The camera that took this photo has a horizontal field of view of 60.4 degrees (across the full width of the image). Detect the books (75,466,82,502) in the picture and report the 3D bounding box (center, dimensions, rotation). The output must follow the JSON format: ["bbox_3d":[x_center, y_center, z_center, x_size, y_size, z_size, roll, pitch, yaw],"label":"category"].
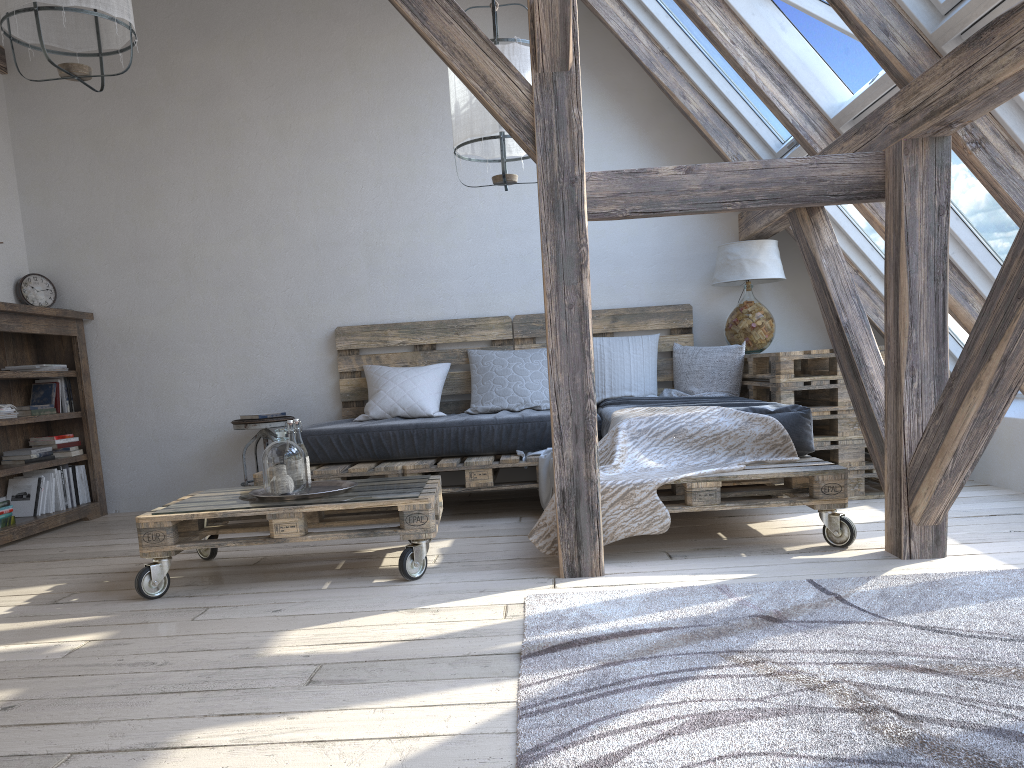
[{"bbox_3d":[-2.556,0.584,5.040,0.158,0.223,0.021,-3,8,2],"label":"books"}]

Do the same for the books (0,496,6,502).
[{"bbox_3d":[-2.594,0.577,4.302,0.132,0.021,0.197,-4,1,1],"label":"books"}]

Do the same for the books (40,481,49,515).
[{"bbox_3d":[-2.552,0.610,4.698,0.139,0.178,0.093,-3,6,2],"label":"books"}]

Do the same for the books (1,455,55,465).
[{"bbox_3d":[-2.583,0.407,4.696,0.152,0.024,0.225,-3,1,11],"label":"books"}]

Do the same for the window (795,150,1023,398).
[{"bbox_3d":[1.914,-0.550,4.160,1.096,1.295,0.844,-3,6,2],"label":"window"}]

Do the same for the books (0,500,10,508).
[{"bbox_3d":[-2.596,0.600,4.299,0.174,0.025,0.219,-4,1,-3],"label":"books"}]

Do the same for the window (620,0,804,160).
[{"bbox_3d":[0.846,-1.683,4.032,1.096,1.295,0.844,-3,6,2],"label":"window"}]

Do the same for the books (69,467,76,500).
[{"bbox_3d":[-2.558,0.585,4.974,0.158,0.223,0.021,-3,8,2],"label":"books"}]

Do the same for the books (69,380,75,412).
[{"bbox_3d":[-2.600,0.072,5.065,0.139,0.188,0.019,-3,8,2],"label":"books"}]

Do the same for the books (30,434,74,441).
[{"bbox_3d":[-2.594,0.302,4.958,0.143,0.019,0.199,-4,1,2],"label":"books"}]

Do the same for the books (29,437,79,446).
[{"bbox_3d":[-2.572,0.322,4.944,0.157,0.021,0.216,-3,1,6],"label":"books"}]

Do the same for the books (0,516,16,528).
[{"bbox_3d":[-2.577,0.686,4.301,0.173,0.039,0.221,-4,1,2],"label":"books"}]

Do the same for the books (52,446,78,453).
[{"bbox_3d":[-2.569,0.370,4.947,0.204,0.021,0.148,-4,1,-9],"label":"books"}]

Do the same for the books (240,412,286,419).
[{"bbox_3d":[-1.390,0.178,4.914,0.150,0.021,0.202,-3,1,31],"label":"books"}]

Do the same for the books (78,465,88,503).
[{"bbox_3d":[-2.537,0.582,5.062,0.158,0.223,0.021,-3,8,2],"label":"books"}]

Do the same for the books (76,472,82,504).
[{"bbox_3d":[-2.537,0.600,5.021,0.139,0.188,0.018,-3,8,2],"label":"books"}]

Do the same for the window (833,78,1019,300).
[{"bbox_3d":[1.886,-0.533,3.250,1.096,1.295,0.844,-3,6,2],"label":"window"}]

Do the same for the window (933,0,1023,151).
[{"bbox_3d":[1.858,-0.517,2.340,1.096,1.295,0.844,-3,6,2],"label":"window"}]

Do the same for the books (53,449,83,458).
[{"bbox_3d":[-2.561,0.395,4.957,0.218,0.031,0.160,-4,1,-5],"label":"books"}]

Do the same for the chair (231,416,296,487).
[{"bbox_3d":[-1.380,0.449,4.973,0.354,0.528,0.349,-3,6,6],"label":"chair"}]

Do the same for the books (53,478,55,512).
[{"bbox_3d":[-2.545,0.605,4.766,0.139,0.186,0.064,-3,7,2],"label":"books"}]

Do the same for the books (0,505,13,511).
[{"bbox_3d":[-2.594,0.620,4.303,0.173,0.013,0.227,-4,1,5],"label":"books"}]

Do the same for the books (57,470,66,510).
[{"bbox_3d":[-2.543,0.586,4.826,0.157,0.223,0.017,-3,8,2],"label":"books"}]

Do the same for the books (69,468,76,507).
[{"bbox_3d":[-2.539,0.584,4.936,0.157,0.223,0.017,-3,8,2],"label":"books"}]

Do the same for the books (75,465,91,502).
[{"bbox_3d":[-2.535,0.581,5.089,0.157,0.223,0.035,-3,8,2],"label":"books"}]

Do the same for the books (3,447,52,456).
[{"bbox_3d":[-2.586,0.360,4.700,0.152,0.024,0.226,-4,1,-2],"label":"books"}]

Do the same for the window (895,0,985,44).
[{"bbox_3d":[0.790,-1.649,2.212,1.096,1.295,0.844,-3,6,2],"label":"window"}]

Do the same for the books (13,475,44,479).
[{"bbox_3d":[-2.586,0.597,4.686,0.157,0.209,0.106,-3,7,2],"label":"books"}]

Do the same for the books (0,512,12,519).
[{"bbox_3d":[-2.578,0.657,4.299,0.157,0.021,0.222,-4,1,-2],"label":"books"}]

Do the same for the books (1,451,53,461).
[{"bbox_3d":[-2.586,0.383,4.700,0.160,0.023,0.209,-4,1,2],"label":"books"}]

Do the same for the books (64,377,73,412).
[{"bbox_3d":[-2.593,0.065,5.036,0.136,0.203,0.020,-3,8,2],"label":"books"}]

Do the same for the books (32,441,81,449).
[{"bbox_3d":[-2.565,0.345,4.955,0.161,0.027,0.200,-3,1,10],"label":"books"}]

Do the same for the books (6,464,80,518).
[{"bbox_3d":[-2.571,0.575,4.805,0.201,0.251,0.406,-3,3,2],"label":"books"}]

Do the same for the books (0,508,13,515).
[{"bbox_3d":[-2.579,0.636,4.296,0.158,0.021,0.222,-4,1,3],"label":"books"}]

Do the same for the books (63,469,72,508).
[{"bbox_3d":[-2.547,0.585,4.896,0.158,0.223,0.021,-3,8,2],"label":"books"}]

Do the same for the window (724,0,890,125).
[{"bbox_3d":[0.864,-1.669,3.120,1.350,1.295,0.844,-3,6,2],"label":"window"}]

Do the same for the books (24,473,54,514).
[{"bbox_3d":[-2.551,0.591,4.730,0.157,0.215,0.089,-3,7,2],"label":"books"}]
